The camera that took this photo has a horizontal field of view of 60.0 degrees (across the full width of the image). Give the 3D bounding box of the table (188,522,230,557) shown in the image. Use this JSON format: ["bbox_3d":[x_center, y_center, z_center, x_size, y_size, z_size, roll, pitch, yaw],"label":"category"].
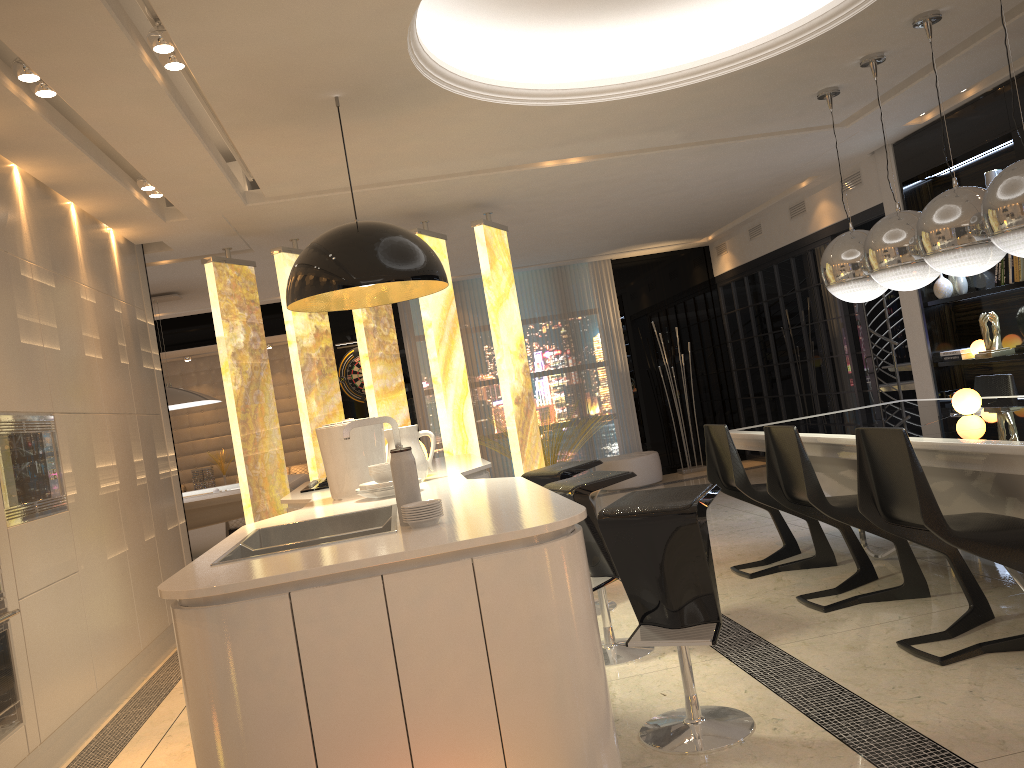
[{"bbox_3d":[-3.522,1.729,10.378,0.608,0.457,1.143,-9,-1,-8],"label":"table"}]

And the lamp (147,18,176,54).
[{"bbox_3d":[-1.295,-1.291,3.277,0.107,0.127,0.107,-9,-1,-26],"label":"lamp"}]

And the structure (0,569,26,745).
[{"bbox_3d":[-2.091,1.024,3.043,0.595,0.597,0.609,-9,-1,-8],"label":"structure"}]

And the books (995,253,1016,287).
[{"bbox_3d":[3.318,-0.791,5.852,0.207,0.256,0.245,-9,-1,-9],"label":"books"}]

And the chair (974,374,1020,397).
[{"bbox_3d":[2.722,0.405,5.264,0.496,0.858,0.523,-9,-1,-8],"label":"chair"}]

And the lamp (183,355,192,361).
[{"bbox_3d":[-3.899,-0.337,10.648,0.107,0.127,0.107,-9,-1,-26],"label":"lamp"}]

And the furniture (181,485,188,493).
[{"bbox_3d":[-4.484,1.704,10.258,1.312,0.810,1.107,-9,-1,-8],"label":"furniture"}]

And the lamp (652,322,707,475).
[{"bbox_3d":[1.960,0.139,10.351,0.418,1.801,0.200,-9,-1,-8],"label":"lamp"}]

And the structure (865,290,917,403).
[{"bbox_3d":[4.098,-1.414,9.374,1.964,4.134,3.425,-9,-1,-8],"label":"structure"}]

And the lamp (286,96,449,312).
[{"bbox_3d":[-0.702,-0.825,3.905,0.710,0.898,0.710,-9,-1,3],"label":"lamp"}]

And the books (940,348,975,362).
[{"bbox_3d":[3.312,-0.220,6.497,0.209,0.073,0.266,-9,-1,-4],"label":"books"}]

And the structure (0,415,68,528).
[{"bbox_3d":[-2.285,0.392,3.795,0.446,0.450,0.659,-9,-1,-8],"label":"structure"}]

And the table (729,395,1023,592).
[{"bbox_3d":[2.203,0.524,4.277,1.293,0.759,3.031,-9,-1,-8],"label":"table"}]

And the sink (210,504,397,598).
[{"bbox_3d":[-0.577,0.516,2.683,0.485,0.152,0.738,-9,-1,-8],"label":"sink"}]

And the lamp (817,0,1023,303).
[{"bbox_3d":[1.990,-1.095,4.336,0.408,1.226,1.827,-9,-1,-8],"label":"lamp"}]

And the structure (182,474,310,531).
[{"bbox_3d":[-3.237,1.455,7.915,2.912,0.812,1.659,-9,-1,-8],"label":"structure"}]

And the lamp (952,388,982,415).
[{"bbox_3d":[2.149,0.083,4.192,0.125,0.125,0.125,-10,-1,43],"label":"lamp"}]

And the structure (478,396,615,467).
[{"bbox_3d":[0.365,0.723,9.554,1.282,1.142,1.275,-10,-1,39],"label":"structure"}]

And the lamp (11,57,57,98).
[{"bbox_3d":[-1.834,-1.200,3.414,0.107,0.127,0.270,-9,-1,-8],"label":"lamp"}]

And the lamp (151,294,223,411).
[{"bbox_3d":[-3.518,-0.214,7.960,1.578,0.995,0.939,-9,-1,-8],"label":"lamp"}]

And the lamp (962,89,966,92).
[{"bbox_3d":[2.870,-1.939,5.696,0.107,0.127,0.107,-9,-1,-26],"label":"lamp"}]

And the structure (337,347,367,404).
[{"bbox_3d":[-1.651,-0.109,10.119,0.669,0.669,0.048,-9,-1,-8],"label":"structure"}]

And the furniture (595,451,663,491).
[{"bbox_3d":[1.313,0.970,9.989,0.735,0.357,0.735,-9,-1,-36],"label":"furniture"}]

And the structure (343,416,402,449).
[{"bbox_3d":[-0.406,0.258,2.688,0.177,0.310,0.089,-9,-1,-8],"label":"structure"}]

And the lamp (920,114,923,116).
[{"bbox_3d":[2.812,-1.922,6.141,0.107,0.127,0.107,-9,-1,-26],"label":"lamp"}]

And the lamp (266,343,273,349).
[{"bbox_3d":[-2.963,-0.489,10.776,0.107,0.127,0.107,-9,-1,-26],"label":"lamp"}]

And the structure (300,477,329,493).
[{"bbox_3d":[-0.890,0.521,4.959,0.502,0.026,0.811,-9,-1,-8],"label":"structure"}]

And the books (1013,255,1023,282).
[{"bbox_3d":[3.345,-0.802,5.645,0.212,0.261,0.252,-9,-1,-8],"label":"books"}]

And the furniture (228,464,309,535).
[{"bbox_3d":[-2.618,1.400,10.513,1.312,0.810,1.107,-9,-1,-8],"label":"furniture"}]

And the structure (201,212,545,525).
[{"bbox_3d":[-0.881,0.160,6.335,2.180,2.555,0.448,-9,-1,-8],"label":"structure"}]

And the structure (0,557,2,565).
[{"bbox_3d":[-2.191,0.424,3.053,0.595,0.597,0.609,-9,-1,-8],"label":"structure"}]

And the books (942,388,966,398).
[{"bbox_3d":[3.365,0.171,6.558,0.210,0.270,0.236,-9,-1,-8],"label":"books"}]

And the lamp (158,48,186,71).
[{"bbox_3d":[-1.317,-1.285,3.440,0.107,0.127,0.107,-9,-1,-26],"label":"lamp"}]

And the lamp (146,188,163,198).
[{"bbox_3d":[-2.053,-1.135,5.097,0.107,0.127,0.107,-9,-1,-11],"label":"lamp"}]

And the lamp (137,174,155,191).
[{"bbox_3d":[-2.033,-1.141,4.934,0.107,0.127,0.107,-9,-1,-26],"label":"lamp"}]
